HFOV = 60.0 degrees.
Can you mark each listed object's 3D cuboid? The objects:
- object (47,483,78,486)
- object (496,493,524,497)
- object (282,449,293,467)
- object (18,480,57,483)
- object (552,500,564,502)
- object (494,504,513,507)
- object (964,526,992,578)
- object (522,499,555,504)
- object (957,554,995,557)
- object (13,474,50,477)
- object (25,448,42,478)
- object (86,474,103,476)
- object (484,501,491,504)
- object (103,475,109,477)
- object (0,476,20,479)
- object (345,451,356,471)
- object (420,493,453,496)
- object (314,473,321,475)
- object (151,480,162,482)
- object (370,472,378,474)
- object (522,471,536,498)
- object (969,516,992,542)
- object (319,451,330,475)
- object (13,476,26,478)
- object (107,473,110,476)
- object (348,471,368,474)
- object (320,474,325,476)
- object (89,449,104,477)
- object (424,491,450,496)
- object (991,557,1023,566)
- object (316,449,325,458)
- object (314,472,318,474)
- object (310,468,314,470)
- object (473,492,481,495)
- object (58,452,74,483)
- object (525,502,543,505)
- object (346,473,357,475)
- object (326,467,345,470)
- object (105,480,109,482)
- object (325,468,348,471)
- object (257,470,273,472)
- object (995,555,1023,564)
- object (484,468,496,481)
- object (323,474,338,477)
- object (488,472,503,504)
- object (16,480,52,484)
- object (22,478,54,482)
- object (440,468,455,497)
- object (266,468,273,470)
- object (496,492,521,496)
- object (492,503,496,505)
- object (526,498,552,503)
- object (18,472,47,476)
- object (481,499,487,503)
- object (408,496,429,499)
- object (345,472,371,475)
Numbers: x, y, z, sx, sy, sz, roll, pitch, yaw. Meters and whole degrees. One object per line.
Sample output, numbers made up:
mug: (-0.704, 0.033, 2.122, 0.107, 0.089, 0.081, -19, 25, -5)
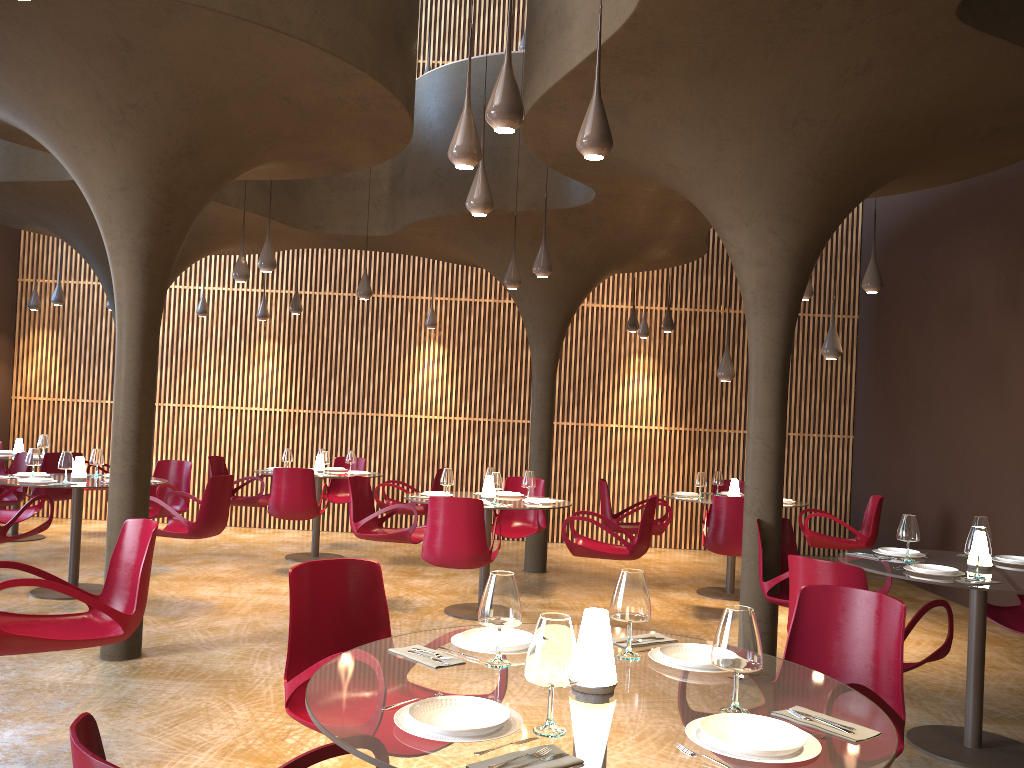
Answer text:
object: (-4.185, 0.934, 8.252, 0.126, 0.017, 0.262, 2, -3, 16)
object: (-0.041, 1.168, 9.328, 0.332, 0.014, 0.332, 3, -3, -17)
object: (-2.908, 0.987, 11.477, 0.142, 0.295, 0.142, 3, -1, -27)
object: (-4.469, 0.918, 8.354, 0.332, 0.014, 0.332, 3, -2, -6)
object: (0.391, 1.181, 8.990, 0.262, 0.017, 0.126, 2, -3, 22)
object: (-0.080, 1.126, 8.202, 0.126, 0.017, 0.262, 2, -3, 16)
object: (2.743, 0.988, 5.218, 0.142, 0.295, 0.142, 3, -1, 7)
object: (0.264, 1.156, 8.716, 0.331, 0.014, 0.332, 1, -3, 35)
object: (3.226, 1.195, 6.164, 0.262, 0.017, 0.126, 4, -3, -30)
object: (-4.865, 0.926, 8.985, 0.331, 0.014, 0.332, 1, -3, 28)
object: (-4.742, 0.786, 8.784, 0.142, 0.295, 0.142, 2, -2, 39)
object: (-4.437, 0.973, 9.460, 0.126, 0.017, 0.262, 2, -2, 12)
object: (-0.364, 1.109, 8.304, 0.332, 0.014, 0.332, 3, -2, -9)
object: (-4.146, 0.976, 9.379, 0.332, 0.014, 0.332, 3, -3, -17)
object: (-4.974, 0.916, 8.703, 0.262, 0.017, 0.126, 2, -3, 18)
object: (-2.148, 1.037, 11.809, 0.142, 0.295, 0.142, 2, -2, 44)
object: (-0.760, 1.117, 8.934, 0.331, 0.014, 0.332, 1, -3, 28)
object: (-2.564, 1.124, 11.102, 0.332, 0.014, 0.332, 3, -2, -10)
object: (-3.714, 0.990, 9.041, 0.262, 0.017, 0.126, 2, -3, 22)
object: (-1.940, 1.195, 11.910, 0.262, 0.017, 0.126, 2, -2, 12)
object: (0.168, 1.024, 8.928, 0.142, 0.295, 0.142, 3, -1, -24)
object: (3.140, 1.038, 5.946, 0.142, 0.295, 0.142, 2, -1, 14)
object: (-2.383, 1.002, 11.259, 0.142, 0.295, 0.142, 3, -1, -6)
object: (-4.864, 0.927, 8.989, 0.204, 0.012, 0.411, 2, -2, 14)
object: (-4.145, 0.967, 9.379, 0.263, 0.029, 0.263, 3, -2, 3)
object: (-2.017, 1.162, 11.618, 0.263, 0.029, 0.263, 4, -3, -20)
object: (-2.569, 1.125, 11.102, 0.410, 0.012, 0.204, 3, -2, 2)
object: (-4.329, 0.825, 9.246, 0.142, 0.295, 0.142, 3, -1, -11)
object: (-0.759, 1.108, 8.934, 0.263, 0.029, 0.263, 2, -2, 8)
object: (3.361, 1.183, 5.893, 0.331, 0.014, 0.332, 2, -3, 18)
object: (-2.580, 1.024, 12.004, 0.142, 0.295, 0.142, 3, -1, 1)
object: (-2.564, 1.114, 11.103, 0.263, 0.029, 0.263, 2, -2, 6)
object: (-2.725, 1.170, 12.197, 0.126, 0.017, 0.262, 3, -2, 2)
object: (-0.332, 1.165, 9.409, 0.126, 0.017, 0.262, 2, -2, 12)
object: (-4.264, 0.796, 8.478, 0.142, 0.295, 0.142, 3, -1, -7)
object: (0.263, 1.157, 8.712, 0.204, 0.012, 0.411, 2, -3, 17)
object: (-2.018, 1.173, 11.614, 0.204, 0.012, 0.411, 2, -2, 7)
object: (-2.423, 1.166, 12.168, 0.263, 0.029, 0.263, 2, -2, 12)
object: (-3.841, 0.965, 8.767, 0.331, 0.014, 0.332, 1, -3, 31)
object: (-2.424, 1.176, 12.168, 0.332, 0.014, 0.332, 3, -2, -1)
object: (-3.122, 1.116, 11.358, 0.262, 0.017, 0.126, 2, -2, 8)
object: (3.362, 1.173, 5.893, 0.263, 0.029, 0.263, 5, -3, -39)
object: (-0.224, 1.017, 9.195, 0.142, 0.295, 0.142, 2, -1, 34)
object: (-2.267, 1.143, 11.051, 0.126, 0.017, 0.262, 2, -2, 6)
object: (-0.159, 0.987, 8.427, 0.142, 0.295, 0.142, 3, -1, -7)
object: (-4.474, 0.919, 8.355, 0.410, 0.012, 0.204, 2, -2, 12)
object: (-4.469, 0.908, 8.355, 0.263, 0.029, 0.263, 2, -2, 10)
object: (-0.637, 0.977, 8.734, 0.142, 0.295, 0.142, 2, -2, 39)
object: (-3.063, 1.124, 11.654, 0.331, 0.014, 0.332, 2, -2, 14)
object: (-0.040, 1.158, 9.328, 0.263, 0.029, 0.263, 3, -2, 3)
object: (-0.369, 1.110, 8.304, 0.410, 0.012, 0.204, 2, -2, 12)
object: (0.264, 1.147, 8.717, 0.263, 0.029, 0.263, 2, -2, 9)
object: (-4.864, 0.916, 8.985, 0.263, 0.029, 0.263, 3, -2, 2)
object: (-0.364, 1.100, 8.304, 0.263, 0.029, 0.263, 2, -3, 20)
object: (-0.869, 1.107, 8.652, 0.262, 0.017, 0.126, 2, -3, 18)
object: (-2.018, 1.172, 11.618, 0.331, 0.014, 0.332, 2, -3, 25)
